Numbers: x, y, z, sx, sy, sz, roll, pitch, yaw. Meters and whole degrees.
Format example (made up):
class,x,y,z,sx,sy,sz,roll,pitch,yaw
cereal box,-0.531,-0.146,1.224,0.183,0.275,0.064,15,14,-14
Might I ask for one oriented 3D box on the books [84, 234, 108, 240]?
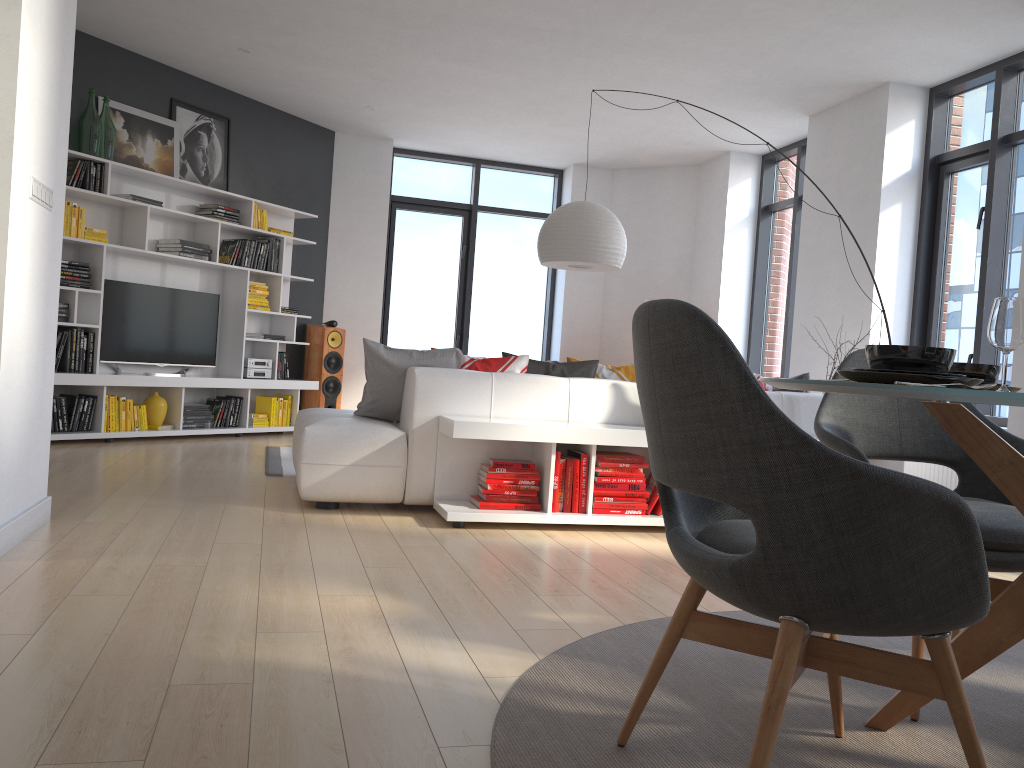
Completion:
class,x,y,z,sx,sy,sz,roll,pitch,yaw
books,-3.095,-1.077,6.504,0.148,0.011,0.196,5,1,30

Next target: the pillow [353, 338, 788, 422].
class,x,y,z,sx,sy,sz,roll,pitch,yaw
pillow,0.439,0.048,5.427,2.953,0.453,0.647,3,1,-27

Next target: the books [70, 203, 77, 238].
class,x,y,z,sx,sy,sz,roll,pitch,yaw
books,-3.190,-1.166,6.342,0.185,0.250,0.035,5,1,30

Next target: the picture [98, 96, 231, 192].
class,x,y,z,sx,sy,sz,roll,pitch,yaw
picture,-2.784,-1.980,7.201,0.076,0.707,1.279,5,1,30

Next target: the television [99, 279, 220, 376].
class,x,y,z,sx,sy,sz,roll,pitch,yaw
television,-2.823,-0.429,7.158,0.207,0.704,1.102,5,1,30

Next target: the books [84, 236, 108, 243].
class,x,y,z,sx,sy,sz,roll,pitch,yaw
books,-3.093,-1.054,6.501,0.147,0.033,0.190,5,1,30

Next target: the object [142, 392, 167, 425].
class,x,y,z,sx,sy,sz,roll,pitch,yaw
object,-2.808,0.192,6.968,0.185,0.257,0.185,4,1,7

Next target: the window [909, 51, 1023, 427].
class,x,y,z,sx,sy,sz,roll,pitch,yaw
window,3.210,-0.929,5.880,0.170,2.402,1.310,4,1,-15

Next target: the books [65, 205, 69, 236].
class,x,y,z,sx,sy,sz,roll,pitch,yaw
books,-3.200,-1.153,6.293,0.156,0.229,0.024,5,1,30

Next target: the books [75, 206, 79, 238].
class,x,y,z,sx,sy,sz,roll,pitch,yaw
books,-3.177,-1.160,6.369,0.169,0.239,0.023,5,1,30

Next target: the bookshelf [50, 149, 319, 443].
class,x,y,z,sx,sy,sz,roll,pitch,yaw
bookshelf,-2.712,-0.594,7.107,0.455,2.052,3.000,5,1,30

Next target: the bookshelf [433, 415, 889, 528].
class,x,y,z,sx,sy,sz,roll,pitch,yaw
bookshelf,0.925,0.490,4.541,2.600,0.500,0.356,4,1,-15

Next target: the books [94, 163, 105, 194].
class,x,y,z,sx,sy,sz,roll,pitch,yaw
books,-3.053,-1.500,6.499,0.174,0.230,0.019,5,1,30

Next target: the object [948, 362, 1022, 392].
class,x,y,z,sx,sy,sz,roll,pitch,yaw
object,1.173,-0.015,2.295,0.258,0.074,0.258,3,1,-35

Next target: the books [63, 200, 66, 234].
class,x,y,z,sx,sy,sz,roll,pitch,yaw
books,-3.240,-1.170,6.259,0.198,0.255,0.044,5,1,30

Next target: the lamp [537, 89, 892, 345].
class,x,y,z,sx,sy,sz,roll,pitch,yaw
lamp,1.678,-0.552,5.537,3.199,2.647,0.710,4,1,21

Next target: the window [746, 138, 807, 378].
class,x,y,z,sx,sy,sz,roll,pitch,yaw
window,2.614,-1.013,8.101,0.170,2.402,1.310,4,1,-15

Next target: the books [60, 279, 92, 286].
class,x,y,z,sx,sy,sz,roll,pitch,yaw
books,-3.197,-0.729,6.362,0.189,0.025,0.270,5,1,29

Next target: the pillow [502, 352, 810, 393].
class,x,y,z,sx,sy,sz,roll,pitch,yaw
pillow,0.930,0.091,5.225,2.120,0.436,0.608,4,1,-19

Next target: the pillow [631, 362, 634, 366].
class,x,y,z,sx,sy,sz,roll,pitch,yaw
pillow,1.111,0.085,6.087,0.580,0.456,2.156,4,1,11

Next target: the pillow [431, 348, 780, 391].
class,x,y,z,sx,sy,sz,roll,pitch,yaw
pillow,0.616,0.097,5.132,2.250,0.449,0.575,4,1,-18

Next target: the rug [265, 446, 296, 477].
class,x,y,z,sx,sy,sz,roll,pitch,yaw
rug,-0.589,0.590,6.445,2.326,0.016,1.662,4,1,-15

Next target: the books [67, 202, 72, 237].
class,x,y,z,sx,sy,sz,roll,pitch,yaw
books,-3.205,-1.167,6.320,0.180,0.251,0.019,5,1,30

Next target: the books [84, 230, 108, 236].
class,x,y,z,sx,sy,sz,roll,pitch,yaw
books,-3.088,-1.105,6.502,0.134,0.014,0.187,5,1,30

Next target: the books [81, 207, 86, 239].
class,x,y,z,sx,sy,sz,roll,pitch,yaw
books,-3.152,-1.156,6.413,0.172,0.234,0.024,5,1,30

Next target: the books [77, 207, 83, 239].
class,x,y,z,sx,sy,sz,roll,pitch,yaw
books,-3.162,-1.157,6.388,0.172,0.234,0.024,5,1,30

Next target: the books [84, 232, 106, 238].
class,x,y,z,sx,sy,sz,roll,pitch,yaw
books,-3.079,-1.089,6.489,0.113,0.018,0.169,5,1,31

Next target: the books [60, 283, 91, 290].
class,x,y,z,sx,sy,sz,roll,pitch,yaw
books,-3.197,-0.704,6.361,0.189,0.026,0.263,5,1,28

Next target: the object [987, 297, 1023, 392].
class,x,y,z,sx,sy,sz,roll,pitch,yaw
object,1.121,-0.084,2.009,0.083,0.220,0.083,3,2,-43

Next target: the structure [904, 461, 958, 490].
class,x,y,z,sx,sy,sz,roll,pitch,yaw
structure,2.790,0.618,5.793,0.110,0.460,1.015,4,1,-15

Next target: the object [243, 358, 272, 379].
class,x,y,z,sx,sy,sz,roll,pitch,yaw
object,-2.339,-0.143,7.917,0.270,0.174,0.285,5,1,30

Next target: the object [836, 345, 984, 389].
class,x,y,z,sx,sy,sz,roll,pitch,yaw
object,0.759,-0.032,1.697,0.258,0.074,0.258,3,1,-35

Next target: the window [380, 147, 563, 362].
class,x,y,z,sx,sy,sz,roll,pitch,yaw
window,-0.469,-1.264,9.777,1.960,2.402,0.170,4,1,-15

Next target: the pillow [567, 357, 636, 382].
class,x,y,z,sx,sy,sz,roll,pitch,yaw
pillow,0.984,0.100,5.795,0.630,0.440,2.095,5,1,32

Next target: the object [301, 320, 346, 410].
class,x,y,z,sx,sy,sz,roll,pitch,yaw
object,-1.874,-0.081,8.649,0.434,1.088,0.290,5,2,45

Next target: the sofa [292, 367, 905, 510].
class,x,y,z,sx,sy,sz,roll,pitch,yaw
sofa,0.299,0.303,5.904,3.424,0.732,2.614,4,1,-15

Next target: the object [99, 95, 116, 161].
class,x,y,z,sx,sy,sz,roll,pitch,yaw
object,-3.027,-1.889,6.587,0.157,0.507,0.157,5,2,43

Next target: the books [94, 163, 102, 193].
class,x,y,z,sx,sy,sz,roll,pitch,yaw
books,-3.073,-1.494,6.478,0.169,0.218,0.038,5,1,30

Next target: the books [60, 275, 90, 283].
class,x,y,z,sx,sy,sz,roll,pitch,yaw
books,-3.214,-0.758,6.365,0.209,0.030,0.266,5,1,28

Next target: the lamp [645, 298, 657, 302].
class,x,y,z,sx,sy,sz,roll,pitch,yaw
lamp,1.570,-0.073,8.878,0.804,1.550,0.502,5,1,35

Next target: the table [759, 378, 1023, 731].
class,x,y,z,sx,sy,sz,roll,pitch,yaw
table,1.241,0.422,1.766,1.499,0.764,1.499,4,1,-26

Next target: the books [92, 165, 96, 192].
class,x,y,z,sx,sy,sz,roll,pitch,yaw
books,-3.088,-1.486,6.452,0.147,0.200,0.021,5,1,30

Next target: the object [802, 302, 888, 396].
class,x,y,z,sx,sy,sz,roll,pitch,yaw
object,1.768,-0.077,4.724,0.406,0.744,0.607,5,1,25

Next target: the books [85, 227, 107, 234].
class,x,y,z,sx,sy,sz,roll,pitch,yaw
books,-3.100,-1.126,6.504,0.138,0.026,0.186,5,1,30

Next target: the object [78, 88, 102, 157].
class,x,y,z,sx,sy,sz,roll,pitch,yaw
object,-3.055,-1.888,6.424,0.157,0.507,0.157,5,2,43

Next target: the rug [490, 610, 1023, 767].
class,x,y,z,sx,sy,sz,roll,pitch,yaw
rug,1.204,0.808,1.771,2.499,0.010,2.499,3,1,-42

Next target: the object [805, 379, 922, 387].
class,x,y,z,sx,sy,sz,roll,pitch,yaw
object,0.748,0.005,1.697,0.360,0.002,0.360,3,1,-40

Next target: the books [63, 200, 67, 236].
class,x,y,z,sx,sy,sz,roll,pitch,yaw
books,-3.226,-1.172,6.287,0.199,0.263,0.015,5,1,30

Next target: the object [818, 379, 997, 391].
class,x,y,z,sx,sy,sz,roll,pitch,yaw
object,0.751,-0.003,1.690,0.206,0.015,0.309,4,1,-11
